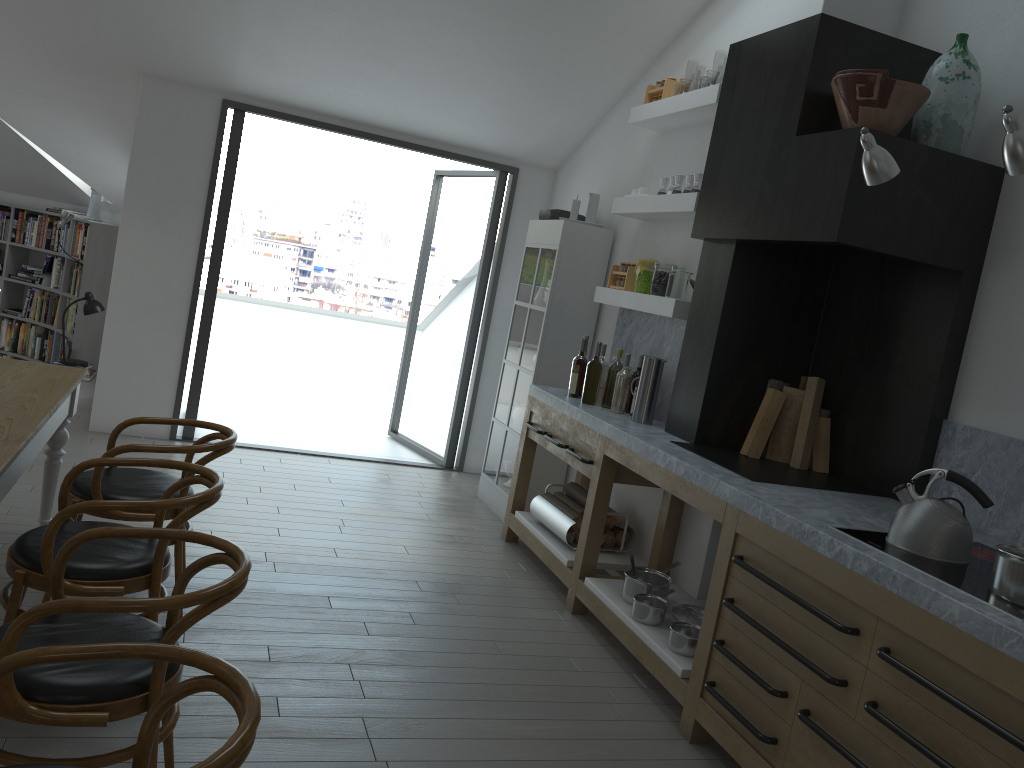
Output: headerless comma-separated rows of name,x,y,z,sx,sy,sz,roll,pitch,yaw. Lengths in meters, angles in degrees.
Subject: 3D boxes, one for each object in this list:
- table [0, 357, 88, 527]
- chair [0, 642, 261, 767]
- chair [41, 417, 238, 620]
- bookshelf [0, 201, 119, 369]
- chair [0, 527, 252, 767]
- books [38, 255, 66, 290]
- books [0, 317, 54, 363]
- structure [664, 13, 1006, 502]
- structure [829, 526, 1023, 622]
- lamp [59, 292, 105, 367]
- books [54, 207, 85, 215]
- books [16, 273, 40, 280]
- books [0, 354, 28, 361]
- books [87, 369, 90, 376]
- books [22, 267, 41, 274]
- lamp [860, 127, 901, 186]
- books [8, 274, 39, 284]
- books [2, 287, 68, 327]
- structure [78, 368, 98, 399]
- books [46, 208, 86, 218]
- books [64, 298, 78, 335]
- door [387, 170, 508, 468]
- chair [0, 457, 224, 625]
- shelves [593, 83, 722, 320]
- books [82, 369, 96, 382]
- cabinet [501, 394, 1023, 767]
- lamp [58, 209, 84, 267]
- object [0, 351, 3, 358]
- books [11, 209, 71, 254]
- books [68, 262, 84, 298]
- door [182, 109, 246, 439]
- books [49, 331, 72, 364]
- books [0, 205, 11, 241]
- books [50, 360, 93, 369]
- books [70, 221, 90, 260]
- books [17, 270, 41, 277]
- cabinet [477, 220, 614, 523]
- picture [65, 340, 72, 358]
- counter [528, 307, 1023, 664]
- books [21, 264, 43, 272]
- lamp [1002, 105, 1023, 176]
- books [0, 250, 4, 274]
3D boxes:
table,-1.962,0.535,2.357,1.017,0.797,3.363,9,7,-20
chair,-0.808,0.887,1.532,0.620,0.733,0.529,8,6,-23
chair,-1.483,0.519,3.577,0.620,0.733,0.529,9,6,-20
bookshelf,-6.098,-1.010,8.648,4.326,1.875,2.117,8,6,-20
chair,-1.026,0.765,2.214,0.620,0.733,0.529,9,6,-17
books,-4.660,-1.157,9.263,0.554,0.350,0.255,14,6,27
books,-5.061,-0.472,9.423,0.874,0.350,0.272,13,6,22
structure,1.342,-0.558,3.902,0.779,1.880,1.080,9,6,-20
structure,1.444,0.589,2.651,0.646,0.041,0.740,8,7,-20
lamp,-3.806,-0.494,7.839,0.322,0.658,0.234,10,5,-4
books,-4.638,-1.814,9.297,0.248,0.027,0.233,17,9,42
books,-5.086,-1.143,9.488,0.286,0.031,0.269,13,7,15
books,-4.901,-0.053,9.291,1.502,0.310,0.359,15,7,32
books,-3.911,-0.133,7.865,0.286,0.034,0.306,7,8,-30
books,-5.075,-1.204,9.483,0.227,0.036,0.213,15,8,30
lamp,1.210,-0.746,2.952,0.164,0.178,0.116,11,5,-1
books,-5.092,-1.111,9.491,0.389,0.042,0.366,13,7,20
books,-4.918,-0.826,9.348,0.976,0.351,0.252,13,6,23
structure,-5.806,-0.027,7.420,4.721,0.691,4.710,14,7,25
books,-4.643,-1.787,9.299,0.337,0.036,0.316,15,8,33
books,-4.208,-0.620,8.764,0.275,0.347,1.025,7,7,-34
door,-0.564,-0.588,7.324,0.080,2.341,1.056,7,6,-35
chair,-1.311,0.633,2.877,0.620,0.733,0.529,8,6,-23
shelves,1.833,-0.456,2.895,0.479,1.358,5.574,8,7,-25
books,-3.918,-0.097,7.869,0.365,0.042,0.389,8,7,-20
cabinet,1.442,1.169,2.544,1.002,1.019,6.456,9,7,-20
lamp,-4.241,-1.406,8.563,0.275,0.524,0.113,8,6,-29
object,-4.043,-0.070,6.690,0.322,0.561,0.319,16,7,43
books,-4.830,-1.592,9.320,0.971,0.366,0.306,14,6,24
books,-4.145,-0.998,8.732,0.279,0.357,1.057,7,7,-34
door,-2.269,-0.843,6.737,0.080,2.341,1.055,9,5,-20
books,-4.329,-0.263,8.843,0.303,0.358,1.189,6,8,-38
books,-6.034,-1.827,9.384,1.564,0.366,0.395,9,6,-14
books,-3.905,-0.164,7.863,0.269,0.031,0.287,10,7,-10
books,-4.079,-1.375,8.709,0.292,0.361,1.018,7,8,-37
books,-5.081,-1.173,9.485,0.286,0.031,0.269,15,8,30
cabinet,0.203,-0.093,6.019,0.360,1.985,0.644,9,5,-20
picture,-4.342,0.038,8.499,0.090,0.861,0.581,8,6,-30
counter,1.638,0.384,2.412,0.960,0.618,6.603,9,7,-20
books,-5.069,-1.235,9.480,0.269,0.031,0.287,5,9,-39
lamp,1.389,-0.653,2.408,0.168,0.176,0.113,8,6,-27
books,-5.541,-1.348,9.506,0.399,0.340,0.225,11,5,0
